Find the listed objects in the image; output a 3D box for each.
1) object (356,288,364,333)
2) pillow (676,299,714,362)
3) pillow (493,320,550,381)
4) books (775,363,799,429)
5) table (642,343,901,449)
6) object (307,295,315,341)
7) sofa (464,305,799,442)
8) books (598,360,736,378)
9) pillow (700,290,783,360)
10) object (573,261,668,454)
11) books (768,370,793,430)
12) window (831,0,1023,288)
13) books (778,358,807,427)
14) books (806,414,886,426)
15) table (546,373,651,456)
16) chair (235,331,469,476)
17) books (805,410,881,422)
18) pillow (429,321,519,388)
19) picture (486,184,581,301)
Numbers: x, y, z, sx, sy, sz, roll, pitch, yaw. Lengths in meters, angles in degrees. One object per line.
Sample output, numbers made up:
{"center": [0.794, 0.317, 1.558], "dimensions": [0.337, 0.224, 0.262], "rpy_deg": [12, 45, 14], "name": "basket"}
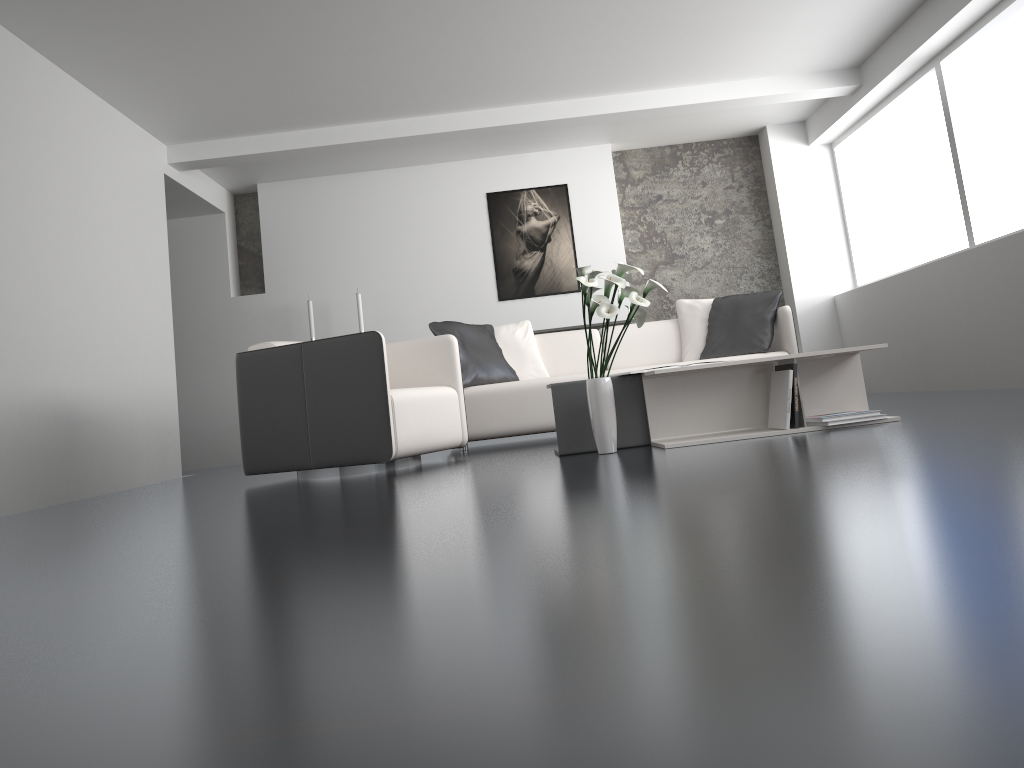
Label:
{"center": [-1.254, -0.138, 7.517], "dimensions": [0.180, 1.416, 0.177], "rpy_deg": [-7, -8, 0], "name": "object"}
{"center": [1.420, -0.369, 6.016], "dimensions": [0.587, 0.515, 0.295], "rpy_deg": [-7, -6, 4], "name": "pillow"}
{"center": [-0.075, -0.178, 5.927], "dimensions": [0.586, 0.507, 0.318], "rpy_deg": [-6, -6, -11], "name": "pillow"}
{"center": [1.148, 0.050, 3.677], "dimensions": [0.050, 0.267, 0.231], "rpy_deg": [-6, -5, -2], "name": "books"}
{"center": [1.069, 0.050, 3.707], "dimensions": [0.969, 0.319, 0.295], "rpy_deg": [-7, -5, -3], "name": "table"}
{"center": [-1.697, -0.084, 7.616], "dimensions": [0.180, 1.416, 0.177], "rpy_deg": [-7, -8, 0], "name": "object"}
{"center": [0.653, -0.073, 5.836], "dimensions": [2.240, 0.670, 0.908], "rpy_deg": [-7, -4, -3], "name": "sofa"}
{"center": [0.701, -0.068, 4.030], "dimensions": [0.550, 0.017, 0.353], "rpy_deg": [-6, -1, -20], "name": "books"}
{"center": [1.513, -0.389, 5.761], "dimensions": [0.333, 0.443, 0.545], "rpy_deg": [-1, -7, -44], "name": "pillow"}
{"center": [0.448, -0.125, 3.658], "dimensions": [0.379, 0.809, 0.439], "rpy_deg": [-4, -7, -17], "name": "object"}
{"center": [1.119, 0.066, 3.671], "dimensions": [0.069, 0.241, 0.224], "rpy_deg": [-6, -5, -2], "name": "books"}
{"center": [3.022, -1.601, 4.010], "dimensions": [0.110, 1.447, 7.970], "rpy_deg": [-7, -2, 0], "name": "window"}
{"center": [1.175, 0.037, 3.698], "dimensions": [0.007, 0.288, 0.202], "rpy_deg": [-6, -6, -2], "name": "books"}
{"center": [1.372, 0.148, 3.639], "dimensions": [0.264, 0.017, 0.210], "rpy_deg": [-6, -1, -10], "name": "books"}
{"center": [0.808, 0.087, 4.009], "dimensions": [1.258, 0.319, 0.295], "rpy_deg": [-7, -5, -2], "name": "table"}
{"center": [-0.831, 0.070, 4.583], "dimensions": [0.912, 0.671, 0.764], "rpy_deg": [-8, -5, 24], "name": "chair"}
{"center": [1.351, 0.134, 3.658], "dimensions": [0.264, 0.017, 0.224], "rpy_deg": [-6, -1, -10], "name": "books"}
{"center": [-0.227, -0.200, 5.660], "dimensions": [0.274, 0.456, 0.566], "rpy_deg": [-13, -7, 44], "name": "pillow"}
{"center": [0.192, -1.283, 7.964], "dimensions": [0.746, 1.020, 0.004], "rpy_deg": [-7, -8, 0], "name": "picture"}
